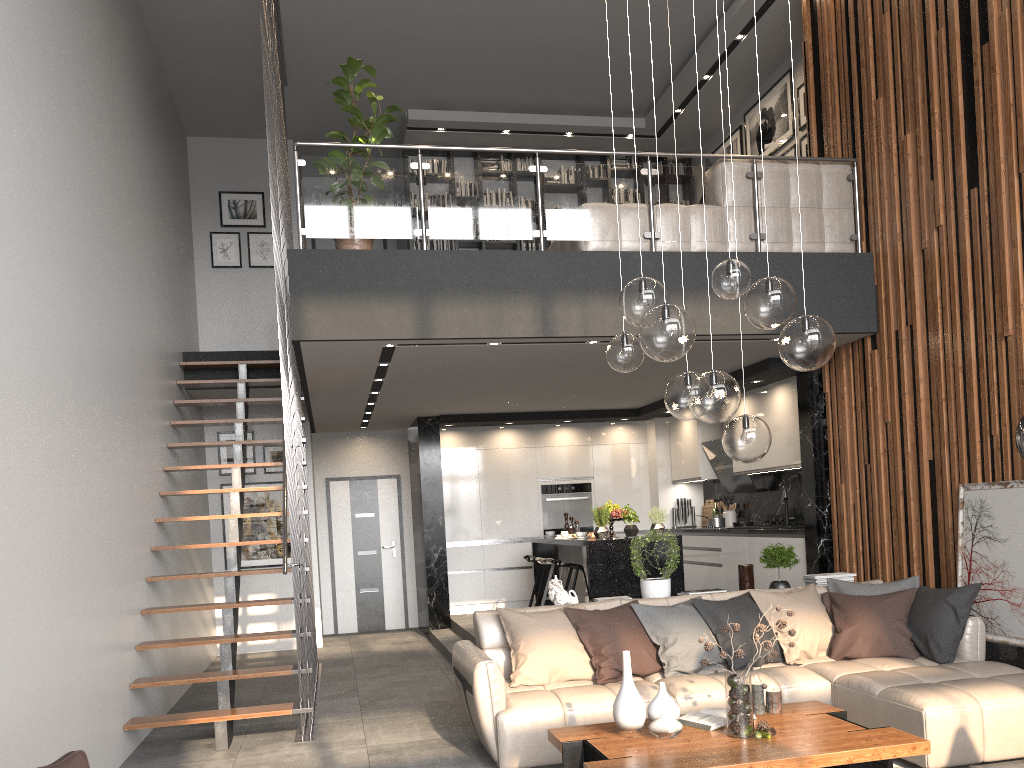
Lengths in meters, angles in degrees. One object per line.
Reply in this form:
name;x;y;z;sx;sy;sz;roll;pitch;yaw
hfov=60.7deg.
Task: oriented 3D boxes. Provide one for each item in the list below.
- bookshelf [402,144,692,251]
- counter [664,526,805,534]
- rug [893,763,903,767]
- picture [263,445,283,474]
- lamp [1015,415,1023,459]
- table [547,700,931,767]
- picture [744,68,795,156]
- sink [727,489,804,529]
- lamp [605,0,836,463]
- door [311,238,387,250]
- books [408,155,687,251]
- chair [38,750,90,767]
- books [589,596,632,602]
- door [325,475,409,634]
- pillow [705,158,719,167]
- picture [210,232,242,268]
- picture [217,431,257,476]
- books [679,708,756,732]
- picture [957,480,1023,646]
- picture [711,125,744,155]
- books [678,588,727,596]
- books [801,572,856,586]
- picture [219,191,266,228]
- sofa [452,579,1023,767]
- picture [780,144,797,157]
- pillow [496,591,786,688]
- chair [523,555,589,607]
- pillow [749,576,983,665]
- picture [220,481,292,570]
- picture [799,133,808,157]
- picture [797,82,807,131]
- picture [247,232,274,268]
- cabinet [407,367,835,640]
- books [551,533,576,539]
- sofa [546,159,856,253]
bookshelf;0.525;-1.530;10.536;3.515;2.512;0.248;-2;0;-12
counter;2.502;1.553;9.340;0.609;0.040;3.496;-1;-9;-12
rug;0.937;1.974;4.125;2.294;0.019;1.626;-1;-9;-12
picture;-2.683;0.872;10.202;0.409;0.334;0.025;-2;0;-12
lamp;2.467;0.463;2.379;0.319;2.327;2.050;-4;-3;-36
table;0.983;1.781;4.005;1.450;0.353;0.907;-2;-8;-12
picture;2.631;-2.664;8.983;0.025;0.651;1.001;-3;-6;-12
sink;2.626;1.334;8.780;0.497;0.544;1.124;-2;-7;-12
lamp;0.795;-2.134;3.968;1.229;4.986;1.234;-3;0;-15
door;-2.097;-1.008;11.558;0.973;2.078;0.170;-3;1;-12
books;0.524;-1.576;10.527;3.433;2.327;0.212;-2;0;-12
chair;-0.653;1.238;1.614;1.444;0.895;1.494;-4;-6;5
books;0.716;1.559;6.174;0.347;0.099;0.196;-2;-7;-12
door;-1.913;2.259;11.593;0.973;2.078;0.170;-3;1;-12
pillow;1.901;-1.450;7.382;0.763;0.544;1.393;-5;-8;18
picture;-3.291;-1.541;10.074;0.333;0.410;0.025;-3;0;-12
picture;-3.176;0.799;10.100;0.409;0.505;0.025;-3;0;-12
books;0.992;1.624;4.257;0.342;0.039;0.234;3;-10;-34
picture;3.047;1.107;5.466;0.101;0.995;0.734;-3;-3;-12
picture;2.439;-2.262;9.982;0.025;0.989;0.879;-3;-3;-12
books;1.356;1.537;6.303;0.325;0.099;0.207;-2;-7;-12
books;2.338;1.479;6.455;0.332;0.150;0.201;-2;-5;-11
picture;-3.114;-2.015;10.112;0.503;0.410;0.025;-2;0;-12
sofa;1.376;1.697;5.132;3.238;0.815;1.897;-2;-7;-12
picture;2.733;-2.088;8.681;0.022;0.440;0.361;-3;-3;-12
pillow;0.899;1.603;5.526;1.938;0.498;0.547;-1;-5;-12
chair;0.461;2.127;8.923;0.433;0.732;1.747;-3;-7;-12
pillow;2.278;1.558;5.704;1.388;0.546;0.765;-6;-6;19
picture;-2.900;1.634;10.153;0.870;0.992;0.025;-3;0;-12
picture;2.854;-2.085;8.106;0.025;0.640;0.651;-3;-4;-12
picture;2.809;-2.675;8.170;0.025;0.408;0.509;-3;-5;-12
picture;-2.889;-1.554;10.157;0.333;0.410;0.025;-3;0;-12
cabinet;0.977;1.119;9.171;3.614;3.226;6.269;-2;-7;-12
books;0.592;1.615;9.312;0.322;0.038;0.174;-1;-8;-12
sofa;1.356;-1.154;7.604;2.273;0.778;2.312;-2;-8;-12
